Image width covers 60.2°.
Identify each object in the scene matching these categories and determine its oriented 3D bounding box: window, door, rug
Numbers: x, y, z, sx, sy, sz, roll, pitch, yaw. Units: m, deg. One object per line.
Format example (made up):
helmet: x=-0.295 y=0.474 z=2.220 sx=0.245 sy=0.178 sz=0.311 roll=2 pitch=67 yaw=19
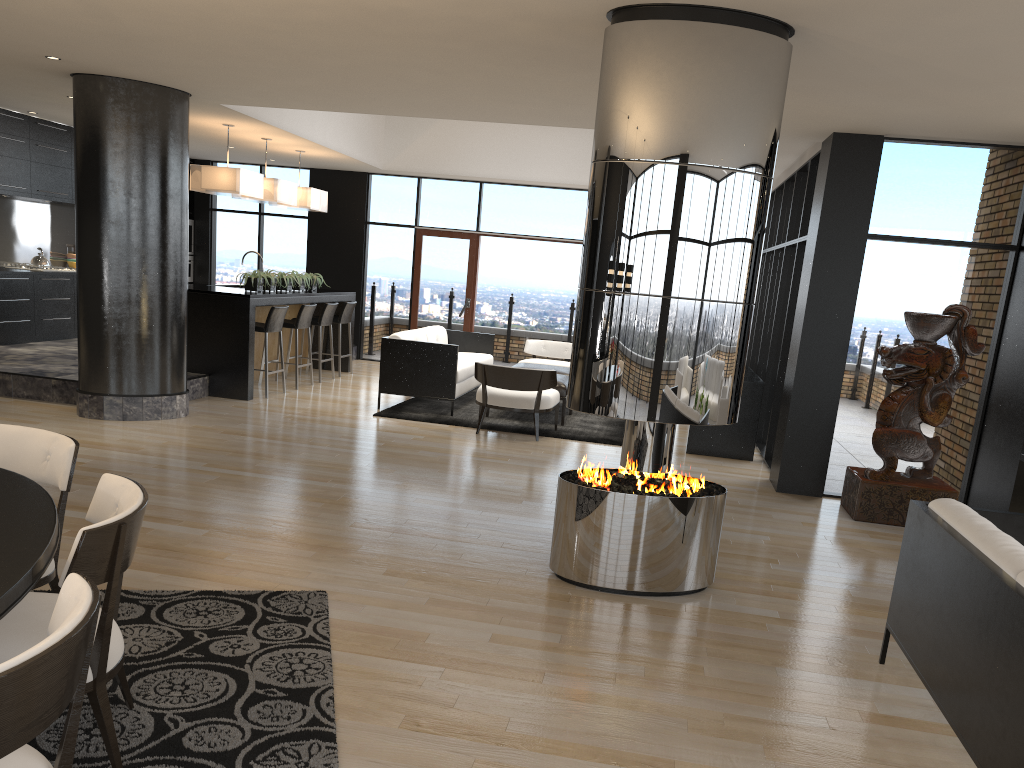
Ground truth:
window: x=1.019 y=-1.568 z=6.060 sx=10.131 sy=4.870 sz=15.620 roll=5 pitch=8 yaw=-4
door: x=-1.040 y=-1.239 z=13.043 sx=0.896 sy=2.030 sz=0.093 roll=7 pitch=13 yaw=8
rug: x=0.106 y=0.287 z=10.090 sx=2.476 sy=0.012 sz=2.989 roll=6 pitch=7 yaw=10
rug: x=-1.775 y=1.160 z=2.034 sx=2.719 sy=0.011 sz=3.657 roll=3 pitch=8 yaw=-14

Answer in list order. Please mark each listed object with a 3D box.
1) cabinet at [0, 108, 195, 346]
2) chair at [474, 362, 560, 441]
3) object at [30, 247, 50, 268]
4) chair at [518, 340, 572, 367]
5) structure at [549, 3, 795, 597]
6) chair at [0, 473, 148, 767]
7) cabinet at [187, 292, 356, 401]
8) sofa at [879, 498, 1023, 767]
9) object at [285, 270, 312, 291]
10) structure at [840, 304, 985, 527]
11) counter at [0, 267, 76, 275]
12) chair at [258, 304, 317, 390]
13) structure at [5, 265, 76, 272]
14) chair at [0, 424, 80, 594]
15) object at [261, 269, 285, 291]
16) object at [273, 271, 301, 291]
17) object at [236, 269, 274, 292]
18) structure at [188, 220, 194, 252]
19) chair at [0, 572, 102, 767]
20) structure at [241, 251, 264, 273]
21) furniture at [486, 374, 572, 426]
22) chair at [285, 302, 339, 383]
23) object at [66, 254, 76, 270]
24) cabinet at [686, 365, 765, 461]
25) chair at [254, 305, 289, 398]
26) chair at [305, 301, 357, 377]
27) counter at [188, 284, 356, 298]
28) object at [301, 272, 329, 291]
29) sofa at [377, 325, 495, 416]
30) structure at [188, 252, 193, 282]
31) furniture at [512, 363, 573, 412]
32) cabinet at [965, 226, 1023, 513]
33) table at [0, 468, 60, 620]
cabinet: x=-5.680 y=-1.842 z=10.800 sx=0.727 sy=2.567 sz=5.643 roll=7 pitch=8 yaw=9
chair: x=0.027 y=0.143 z=8.515 sx=0.804 sy=0.687 sz=0.673 roll=7 pitch=10 yaw=9
object: x=-5.675 y=-1.524 z=10.608 sx=0.221 sy=0.234 sz=0.217 roll=5 pitch=10 yaw=1
chair: x=0.508 y=-0.197 z=11.474 sx=0.804 sy=0.687 sz=0.673 roll=7 pitch=10 yaw=9
structure: x=0.759 y=-0.321 z=4.421 sx=0.893 sy=2.793 sz=0.575 roll=4 pitch=12 yaw=-3
chair: x=-1.395 y=0.716 z=2.581 sx=0.616 sy=0.821 sz=0.631 roll=1 pitch=11 yaw=-20
cabinet: x=-2.976 y=-0.576 z=10.504 sx=1.177 sy=1.055 sz=3.069 roll=7 pitch=8 yaw=9
sofa: x=1.900 y=0.991 z=2.782 sx=0.837 sy=0.817 sz=2.002 roll=7 pitch=8 yaw=9
object: x=-2.558 y=-1.247 z=10.656 sx=0.394 sy=0.243 sz=0.403 roll=11 pitch=10 yaw=33
structure: x=2.940 y=0.213 z=6.404 sx=0.730 sy=1.623 sz=0.508 roll=7 pitch=12 yaw=8
counter: x=-5.744 y=-1.392 z=10.902 sx=0.729 sy=0.034 sz=2.819 roll=6 pitch=7 yaw=9
chair: x=-2.570 y=-0.459 z=10.197 sx=0.518 sy=0.981 sz=0.468 roll=7 pitch=12 yaw=9
structure: x=-5.723 y=-1.413 z=10.893 sx=0.519 sy=0.068 sz=0.887 roll=6 pitch=7 yaw=9
chair: x=-1.933 y=0.591 z=3.160 sx=0.640 sy=0.821 sz=0.607 roll=8 pitch=11 yaw=15
object: x=-2.716 y=-1.161 z=9.877 sx=0.403 sy=0.243 sz=0.394 roll=11 pitch=10 yaw=33
object: x=-2.620 y=-1.195 z=10.294 sx=0.394 sy=0.221 sz=0.403 roll=11 pitch=10 yaw=33
object: x=-2.810 y=-1.118 z=9.484 sx=0.394 sy=0.243 sz=0.403 roll=11 pitch=10 yaw=33
structure: x=-4.920 y=-2.218 z=13.135 sx=0.026 sy=0.482 sz=0.666 roll=7 pitch=9 yaw=9
chair: x=-1.175 y=0.841 z=1.769 sx=0.616 sy=0.821 sz=0.631 roll=5 pitch=11 yaw=-3
structure: x=-3.224 y=-1.067 z=10.445 sx=0.654 sy=1.035 sz=2.735 roll=7 pitch=8 yaw=9
furniture: x=0.217 y=0.124 z=9.549 sx=0.826 sy=0.492 sz=0.815 roll=7 pitch=9 yaw=9
chair: x=-2.453 y=-0.536 z=10.872 sx=0.518 sy=0.981 sz=0.468 roll=7 pitch=12 yaw=9
object: x=-5.791 y=-1.621 z=11.719 sx=0.185 sy=0.209 sz=0.202 roll=7 pitch=10 yaw=10
cabinet: x=2.237 y=0.158 z=9.693 sx=0.620 sy=0.753 sz=2.994 roll=7 pitch=8 yaw=9
chair: x=-2.702 y=-0.372 z=9.438 sx=0.518 sy=0.981 sz=0.468 roll=7 pitch=12 yaw=9
chair: x=-2.340 y=-0.610 z=11.523 sx=0.518 sy=0.981 sz=0.468 roll=7 pitch=12 yaw=9
counter: x=-2.928 y=-1.107 z=10.387 sx=1.177 sy=0.032 sz=3.069 roll=6 pitch=7 yaw=9
object: x=-2.551 y=-1.285 z=11.040 sx=0.403 sy=0.221 sz=0.394 roll=11 pitch=10 yaw=33
sofa: x=-0.792 y=-0.200 z=10.067 sx=0.837 sy=0.817 sz=2.002 roll=7 pitch=8 yaw=9
structure: x=-4.962 y=-1.758 z=13.236 sx=0.070 sy=0.453 sz=0.668 roll=7 pitch=9 yaw=9
furniture: x=0.360 y=0.031 z=10.371 sx=0.826 sy=0.492 sz=0.815 roll=7 pitch=9 yaw=9
cabinet: x=4.859 y=-0.133 z=5.861 sx=2.657 sy=2.792 sz=1.165 roll=7 pitch=12 yaw=10
table: x=-1.741 y=0.776 z=2.013 sx=1.210 sy=0.782 sz=2.069 roll=3 pitch=8 yaw=-12
